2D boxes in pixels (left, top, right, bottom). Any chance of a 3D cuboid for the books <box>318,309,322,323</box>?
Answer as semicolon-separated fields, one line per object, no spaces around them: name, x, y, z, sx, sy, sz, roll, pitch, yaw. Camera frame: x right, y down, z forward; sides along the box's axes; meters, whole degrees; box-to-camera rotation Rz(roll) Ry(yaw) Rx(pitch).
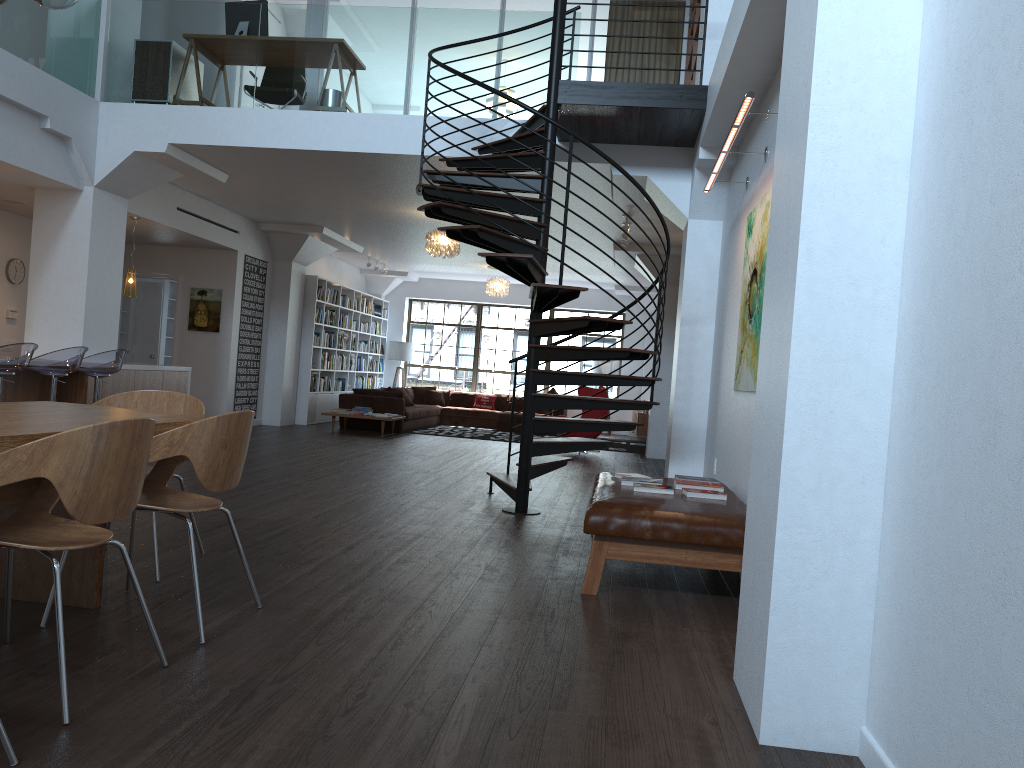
books;-3.235;-1.121;14.598;0.174;0.242;0.105;4;1;7

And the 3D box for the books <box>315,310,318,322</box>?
books;-3.255;-1.109;14.454;0.161;0.218;0.101;4;1;7

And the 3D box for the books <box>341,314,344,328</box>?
books;-3.092;-1.127;15.800;0.182;0.253;0.034;4;1;7

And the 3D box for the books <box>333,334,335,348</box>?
books;-3.167;-0.750;15.374;0.182;0.253;0.034;4;1;7

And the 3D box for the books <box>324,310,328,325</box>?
books;-3.206;-1.128;14.946;0.183;0.253;0.042;4;1;7

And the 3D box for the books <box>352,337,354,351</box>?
books;-3.041;-0.749;16.484;0.174;0.251;0.051;4;1;7

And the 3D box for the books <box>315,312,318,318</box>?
books;-3.261;-1.091;14.376;0.161;0.182;0.170;4;1;7

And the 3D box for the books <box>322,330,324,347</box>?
books;-3.249;-0.767;14.820;0.197;0.283;0.065;4;1;7

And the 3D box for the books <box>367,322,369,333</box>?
books;-2.905;-1.114;17.468;0.158;0.226;0.052;4;1;7

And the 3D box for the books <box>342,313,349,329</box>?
books;-3.060;-1.146;16.123;0.176;0.290;0.053;4;1;7

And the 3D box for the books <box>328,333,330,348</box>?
books;-3.220;-0.752;15.171;0.182;0.253;0.034;4;1;7

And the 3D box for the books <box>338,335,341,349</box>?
books;-3.134;-0.744;15.709;0.174;0.240;0.054;4;1;7

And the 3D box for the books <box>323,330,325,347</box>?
books;-3.237;-0.769;14.880;0.176;0.290;0.053;4;1;7

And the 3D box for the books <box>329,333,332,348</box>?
books;-3.193;-0.750;15.202;0.182;0.253;0.034;4;1;7

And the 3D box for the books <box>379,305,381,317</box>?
books;-2.792;-1.499;18.166;0.183;0.253;0.042;4;1;7

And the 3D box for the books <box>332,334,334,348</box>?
books;-3.182;-0.751;15.342;0.182;0.253;0.034;4;1;7

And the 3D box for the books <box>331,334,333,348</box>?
books;-3.180;-0.744;15.302;0.174;0.239;0.045;4;1;7

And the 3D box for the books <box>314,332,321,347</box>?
books;-3.249;-0.739;14.683;0.140;0.231;0.042;4;1;7

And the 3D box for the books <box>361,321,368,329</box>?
books;-2.907;-1.116;17.420;0.140;0.231;0.042;4;1;7

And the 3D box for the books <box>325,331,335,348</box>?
books;-3.169;-0.769;15.437;0.176;0.294;0.102;4;1;7

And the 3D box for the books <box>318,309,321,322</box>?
books;-3.246;-1.120;14.559;0.172;0.239;0.093;4;1;7

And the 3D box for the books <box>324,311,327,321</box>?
books;-3.218;-1.119;14.857;0.174;0.236;0.142;4;1;7

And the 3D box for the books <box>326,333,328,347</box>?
books;-3.218;-0.749;15.048;0.159;0.250;0.026;4;1;7

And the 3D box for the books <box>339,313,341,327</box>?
books;-3.108;-1.127;15.626;0.182;0.253;0.034;4;1;7

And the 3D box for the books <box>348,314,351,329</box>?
books;-3.057;-1.144;16.184;0.197;0.283;0.065;4;1;7

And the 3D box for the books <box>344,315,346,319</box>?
books;-3.080;-1.126;15.955;0.159;0.250;0.026;4;1;7

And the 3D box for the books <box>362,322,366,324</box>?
books;-2.921;-1.101;17.306;0.127;0.200;0.020;4;1;7

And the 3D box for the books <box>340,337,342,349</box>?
books;-3.121;-0.736;15.783;0.161;0.223;0.032;4;1;7

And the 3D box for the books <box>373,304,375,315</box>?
books;-2.829;-1.483;17.743;0.161;0.223;0.032;4;1;7

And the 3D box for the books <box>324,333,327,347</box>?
books;-3.225;-0.744;14.955;0.174;0.239;0.045;4;1;7

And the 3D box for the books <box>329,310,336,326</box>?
books;-3.162;-1.144;15.410;0.198;0.284;0.049;4;1;7

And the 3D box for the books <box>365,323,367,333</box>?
books;-2.916;-1.099;17.339;0.136;0.196;0.045;4;1;7

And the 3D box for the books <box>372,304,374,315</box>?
books;-2.842;-1.483;17.679;0.161;0.223;0.032;4;1;7

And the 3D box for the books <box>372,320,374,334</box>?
books;-2.864;-1.145;17.736;0.176;0.290;0.053;4;1;6

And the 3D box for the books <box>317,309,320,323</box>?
books;-3.241;-1.117;14.515;0.172;0.235;0.112;4;1;7

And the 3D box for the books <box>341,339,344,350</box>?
books;-3.107;-0.727;15.940;0.161;0.207;0.135;4;1;6

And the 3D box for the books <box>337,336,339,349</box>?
books;-3.140;-0.736;15.666;0.161;0.223;0.032;4;1;7

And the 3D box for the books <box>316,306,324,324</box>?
books;-3.215;-1.144;14.673;0.176;0.290;0.053;4;1;7

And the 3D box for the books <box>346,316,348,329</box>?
books;-3.065;-1.121;16.047;0.174;0.239;0.045;4;1;7

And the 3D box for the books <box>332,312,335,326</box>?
books;-3.159;-1.121;15.294;0.174;0.240;0.054;4;1;7

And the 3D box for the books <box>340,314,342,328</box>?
books;-3.104;-1.121;15.700;0.174;0.239;0.045;4;1;7

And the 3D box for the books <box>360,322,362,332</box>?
books;-2.954;-1.096;16.981;0.139;0.191;0.036;4;1;7

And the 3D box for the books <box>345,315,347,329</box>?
books;-3.074;-1.124;15.996;0.170;0.245;0.057;4;1;7

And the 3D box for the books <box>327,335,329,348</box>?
books;-3.207;-0.735;15.100;0.161;0.223;0.026;4;1;7

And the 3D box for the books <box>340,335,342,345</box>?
books;-3.130;-0.752;15.821;0.183;0.253;0.042;4;1;7

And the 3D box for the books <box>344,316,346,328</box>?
books;-3.076;-1.112;15.928;0.161;0.223;0.027;4;1;7

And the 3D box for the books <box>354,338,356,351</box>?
books;-3.027;-0.747;16.657;0.171;0.246;0.036;4;1;7

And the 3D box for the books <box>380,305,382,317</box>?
books;-2.782;-1.499;18.253;0.183;0.253;0.042;4;1;7

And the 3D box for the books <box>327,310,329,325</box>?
books;-3.201;-1.131;15.033;0.180;0.259;0.042;4;1;7

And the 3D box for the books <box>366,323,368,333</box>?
books;-2.909;-1.096;17.379;0.139;0.191;0.036;4;1;7

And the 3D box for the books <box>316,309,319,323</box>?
books;-3.248;-1.116;14.483;0.152;0.232;0.104;4;1;7

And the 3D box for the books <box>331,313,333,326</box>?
books;-3.164;-1.112;15.219;0.161;0.223;0.032;4;1;7

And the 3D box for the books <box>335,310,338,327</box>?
books;-3.139;-1.146;15.459;0.176;0.291;0.053;4;1;7

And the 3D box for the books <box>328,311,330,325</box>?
books;-3.187;-1.124;15.111;0.171;0.246;0.039;4;1;7

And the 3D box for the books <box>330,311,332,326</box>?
books;-3.182;-1.128;15.184;0.183;0.253;0.042;4;1;7
